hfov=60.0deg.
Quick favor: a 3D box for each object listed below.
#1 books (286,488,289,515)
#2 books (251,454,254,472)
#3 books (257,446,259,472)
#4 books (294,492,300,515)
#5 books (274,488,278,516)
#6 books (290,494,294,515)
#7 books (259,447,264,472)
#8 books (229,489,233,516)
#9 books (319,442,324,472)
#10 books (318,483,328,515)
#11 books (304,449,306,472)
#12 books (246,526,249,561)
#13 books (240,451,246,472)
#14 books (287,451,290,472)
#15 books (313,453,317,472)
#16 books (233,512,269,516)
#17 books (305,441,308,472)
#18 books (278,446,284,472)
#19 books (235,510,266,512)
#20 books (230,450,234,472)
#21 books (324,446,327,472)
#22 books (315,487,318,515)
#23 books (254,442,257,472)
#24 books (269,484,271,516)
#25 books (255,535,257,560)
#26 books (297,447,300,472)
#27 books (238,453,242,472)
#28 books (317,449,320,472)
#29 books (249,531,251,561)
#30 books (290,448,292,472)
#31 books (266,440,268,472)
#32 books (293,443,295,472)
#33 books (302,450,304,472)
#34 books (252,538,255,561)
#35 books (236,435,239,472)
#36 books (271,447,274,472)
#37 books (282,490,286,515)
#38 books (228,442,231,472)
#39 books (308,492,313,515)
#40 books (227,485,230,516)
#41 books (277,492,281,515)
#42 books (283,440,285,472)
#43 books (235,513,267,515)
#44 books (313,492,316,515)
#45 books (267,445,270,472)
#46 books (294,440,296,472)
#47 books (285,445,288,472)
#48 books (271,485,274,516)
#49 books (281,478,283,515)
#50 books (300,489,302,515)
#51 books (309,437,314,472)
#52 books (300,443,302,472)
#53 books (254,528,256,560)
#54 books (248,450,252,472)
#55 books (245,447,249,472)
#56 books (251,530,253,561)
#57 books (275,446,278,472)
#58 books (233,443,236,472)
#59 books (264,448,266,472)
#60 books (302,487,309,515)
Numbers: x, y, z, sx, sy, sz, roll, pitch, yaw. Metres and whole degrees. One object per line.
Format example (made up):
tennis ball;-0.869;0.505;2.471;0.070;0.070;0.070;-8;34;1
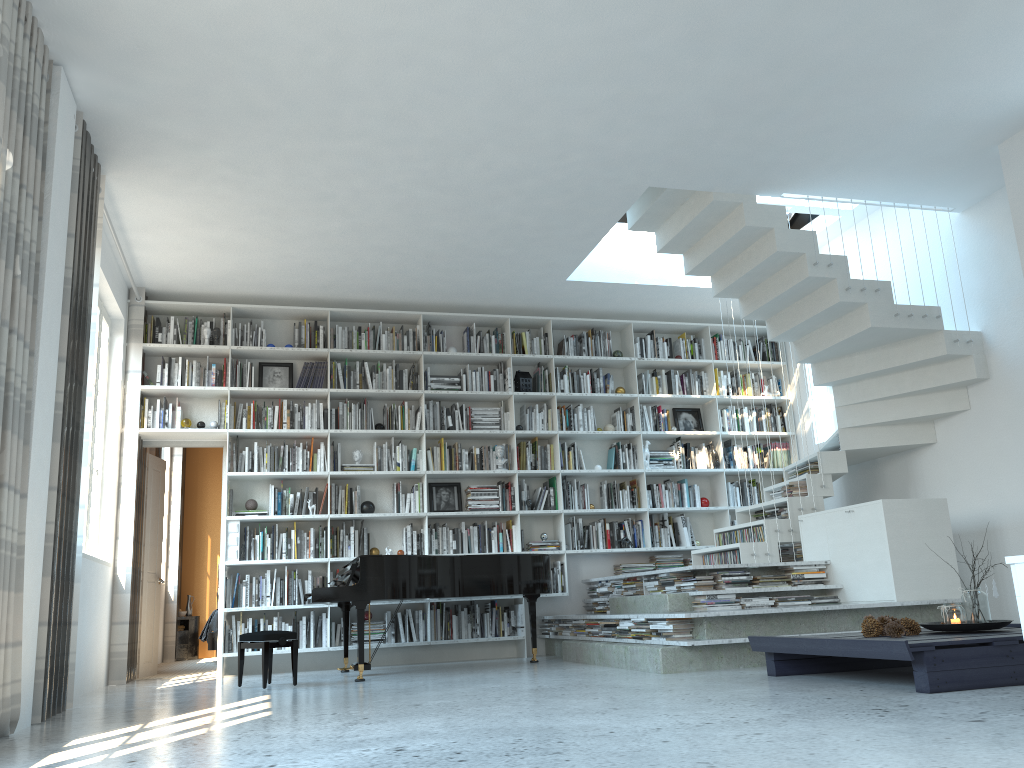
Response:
books;-1.947;1.037;7.680;0.022;0.248;0.129;1;-14;-15
books;-2.249;0.709;7.696;0.021;0.187;0.129;1;-14;-15
books;-2.204;0.674;7.684;0.011;0.245;0.176;1;-14;-15
books;-1.871;1.055;7.699;0.056;0.213;0.143;1;-14;-15
books;-2.040;1.031;7.651;0.031;0.254;0.143;1;-14;-15
books;-1.903;1.058;7.654;0.029;0.189;0.189;1;-14;-15
books;-2.181;0.682;7.714;0.049;0.242;0.139;1;-14;-15
books;-2.391;1.028;7.548;0.028;0.242;0.157;1;-14;-15
books;-1.686;0.669;7.848;0.027;0.285;0.148;1;-14;-15
books;-1.647;1.017;7.720;0.082;0.275;0.229;1;-14;-15
books;-1.827;0.698;7.802;0.021;0.220;0.149;1;-14;-15
books;-2.238;1.361;7.507;0.014;0.293;0.172;1;-14;-15
books;-2.323;0.692;7.660;0.042;0.208;0.143;1;-14;-15
books;-1.956;0.702;7.762;0.021;0.204;0.130;1;-14;-15
books;-1.739;0.716;7.816;0.030;0.183;0.152;1;-14;-15
books;-2.229;1.108;7.573;0.285;0.012;0.160;0;-15;-12
books;-1.813;0.664;7.820;0.015;0.292;0.144;1;-14;-15
books;-2.024;0.678;7.757;0.048;0.255;0.142;1;-14;-15
books;-2.232;1.098;7.583;0.254;0.012;0.161;1;-15;-14
books;-2.410;0.689;7.631;0.026;0.208;0.155;1;-14;-15
books;-1.654;0.683;7.854;0.036;0.257;0.123;1;-14;-15
books;-1.706;1.038;7.740;0.021;0.250;0.154;1;-14;-15
books;-2.224;0.658;7.692;0.023;0.280;0.174;1;-14;-15
books;-2.083;1.014;7.637;0.012;0.284;0.160;1;-14;-15
books;-2.168;1.399;7.517;0.015;0.217;0.177;1;-14;-15
books;-1.879;0.689;7.801;0.028;0.242;0.132;1;-14;-15
books;-2.341;0.700;7.633;0.037;0.181;0.189;1;-14;-15
books;-1.711;0.697;7.829;0.031;0.223;0.145;1;-14;-15
books;-2.221;1.381;7.515;0.022;0.256;0.142;1;-14;-15
books;-1.936;0.687;7.756;0.013;0.228;0.177;1;-14;-15
books;-2.134;0.653;7.712;0.011;0.292;0.184;1;-14;-15
books;-1.914;0.668;7.775;0.012;0.271;0.145;1;-14;-15
books;-1.841;0.698;7.793;0.012;0.217;0.160;1;-14;-15
books;-2.183;1.406;7.482;0.019;0.189;0.194;1;-14;-15
books;-2.366;0.625;7.638;0.012;0.333;0.185;1;-14;-15
books;-2.083;0.679;7.712;0.024;0.236;0.167;1;-14;-15
books;-1.974;1.046;7.677;0.030;0.231;0.148;1;-14;-15
books;-2.432;0.654;7.643;0.012;0.284;0.160;1;-14;-15
books;-1.752;1.055;7.709;0.030;0.207;0.173;1;-14;-15
books;-2.414;1.010;7.557;0.012;0.284;0.160;1;-14;-15
books;-2.002;1.047;7.626;0.029;0.207;0.190;1;-14;-15
books;-1.992;0.653;7.753;0.013;0.299;0.152;1;-14;-15
books;-2.229;1.120;7.573;0.254;0.012;0.161;2;-15;-18
books;-1.727;1.057;7.726;0.027;0.209;0.144;1;-14;-15
books;-2.115;0.673;7.703;0.021;0.247;0.189;1;-14;-15
books;-1.909;0.657;7.796;0.011;0.303;0.130;1;-14;-15
books;-1.977;0.677;7.762;0.021;0.256;0.156;1;-14;-15
books;-2.065;1.020;7.639;0.024;0.272;0.150;1;-14;-15
books;-1.995;0.994;7.678;0.011;0.335;0.154;1;-14;-15
books;-1.838;1.043;7.711;0.013;0.241;0.141;1;-14;-15
books;-1.773;0.645;7.821;0.035;0.325;0.170;1;-14;-15
books;-1.852;0.666;7.784;0.015;0.274;0.157;1;-14;-15
books;-2.178;1.367;7.515;0.008;0.279;0.164;1;-14;-15
books;-2.261;0.689;7.650;0.028;0.203;0.188;1;-14;-15
books;-2.289;0.676;7.656;0.022;0.235;0.177;1;-14;-15
books;-2.202;1.373;7.502;0.007;0.263;0.177;1;-14;-15
books;-2.053;0.679;7.729;0.023;0.242;0.185;1;-14;-15
books;-2.384;0.658;7.628;0.027;0.265;0.176;1;-14;-15
books;-2.145;0.684;7.703;0.014;0.229;0.148;1;-14;-15
books;-1.799;1.033;7.709;0.060;0.254;0.159;1;-14;-15
